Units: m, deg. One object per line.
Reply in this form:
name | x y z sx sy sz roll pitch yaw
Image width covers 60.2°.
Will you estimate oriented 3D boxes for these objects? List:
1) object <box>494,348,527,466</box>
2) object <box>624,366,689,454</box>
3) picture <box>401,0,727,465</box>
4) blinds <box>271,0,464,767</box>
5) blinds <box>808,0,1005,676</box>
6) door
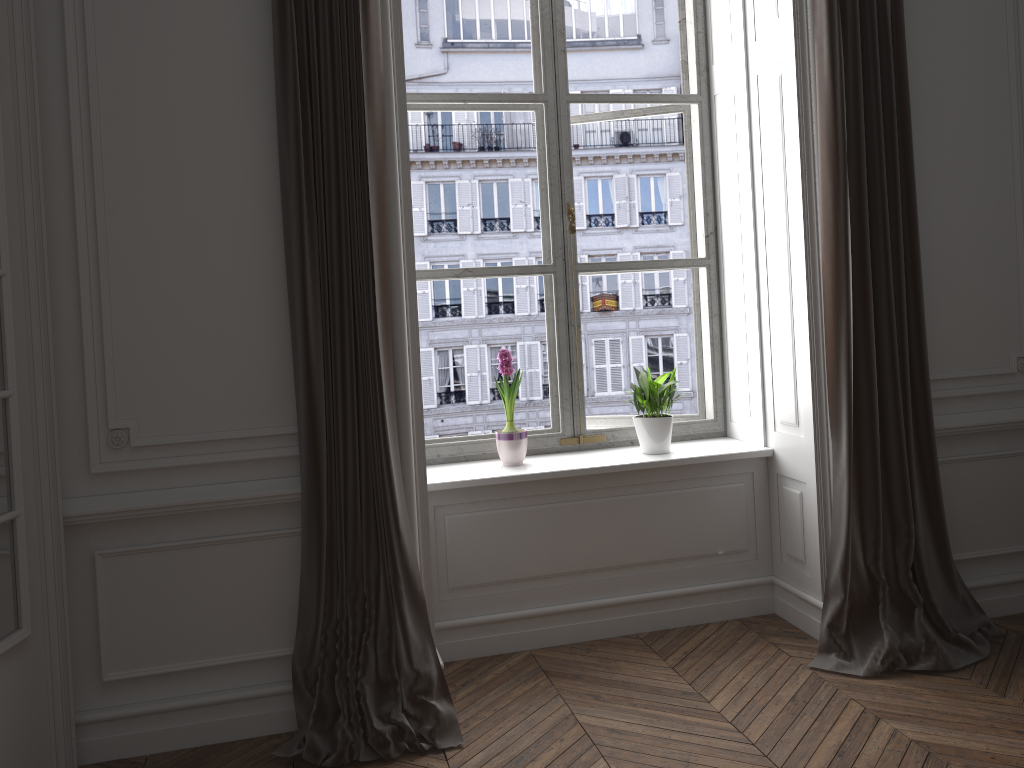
object | -0.008 0.091 3.593 0.129 0.475 0.129 -2 1 37
object | 0.598 0.101 3.701 0.215 0.369 0.284 -4 3 -35
picture | 1.182 -0.921 0.223 13.226 4.798 13.254 -5 5 -21
blinds | -0.530 -0.436 2.744 0.581 3.100 0.310 -3 1 -8
blinds | 1.355 -0.575 3.169 0.779 3.099 0.342 -3 1 -19
door | -1.442 -0.104 1.859 0.086 2.733 1.568 -3 2 2
